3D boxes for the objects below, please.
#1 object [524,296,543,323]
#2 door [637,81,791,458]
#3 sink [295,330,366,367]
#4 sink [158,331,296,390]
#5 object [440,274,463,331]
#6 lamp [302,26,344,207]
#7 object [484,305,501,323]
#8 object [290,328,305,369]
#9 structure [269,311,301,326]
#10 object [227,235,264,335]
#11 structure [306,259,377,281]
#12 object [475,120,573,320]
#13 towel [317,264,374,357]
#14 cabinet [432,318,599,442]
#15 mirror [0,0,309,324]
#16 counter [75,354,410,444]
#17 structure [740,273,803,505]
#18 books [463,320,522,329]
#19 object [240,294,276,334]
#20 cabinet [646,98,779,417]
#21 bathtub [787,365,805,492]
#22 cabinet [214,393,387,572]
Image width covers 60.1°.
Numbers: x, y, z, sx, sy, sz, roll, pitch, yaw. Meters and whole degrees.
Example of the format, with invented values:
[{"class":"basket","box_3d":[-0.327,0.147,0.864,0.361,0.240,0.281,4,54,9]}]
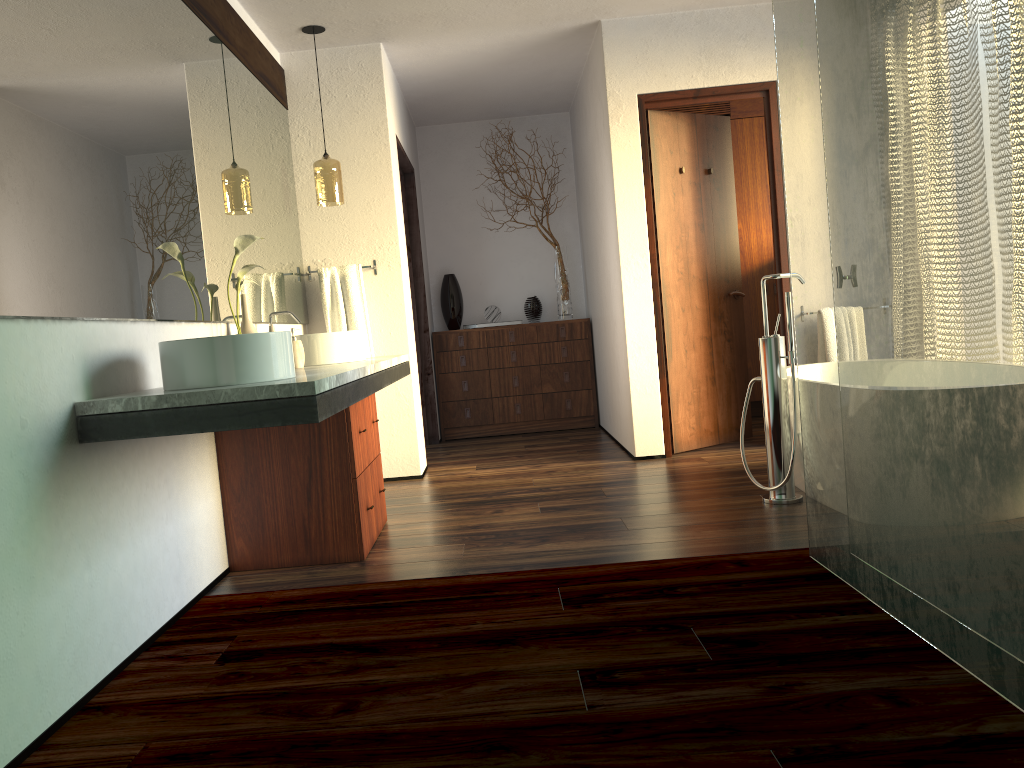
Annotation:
[{"class":"object","box_3d":[0.158,-0.555,6.593,0.142,0.200,0.135,-2,5,45]},{"class":"door","box_3d":[1.108,-0.611,4.973,0.731,1.947,0.464,-5,3,1]},{"class":"sink","box_3d":[-0.812,-0.152,3.809,0.351,0.130,0.363,-7,4,-22]},{"class":"sink","box_3d":[-0.789,-0.067,2.462,0.358,0.130,0.356,-5,4,3]},{"class":"object","box_3d":[-0.449,-0.610,6.610,0.172,0.417,0.168,-4,4,14]},{"class":"lamp","box_3d":[-0.954,-1.340,4.452,0.142,0.867,0.135,-2,5,43]},{"class":"object","box_3d":[-0.144,-0.521,6.606,0.131,0.131,0.131,-5,4,-4]},{"class":"object","box_3d":[-0.846,-0.139,3.444,0.070,0.158,0.071,-6,4,-16]},{"class":"structure","box_3d":[-0.980,-0.191,3.784,0.165,0.242,0.066,-5,3,5]},{"class":"object","box_3d":[-1.004,-0.288,3.302,0.185,0.504,0.247,-6,4,-21]},{"class":"structure","box_3d":[-0.918,-0.613,4.755,0.370,0.088,0.102,-5,4,2]},{"class":"object","box_3d":[0.059,-1.166,6.449,0.846,1.449,0.713,-2,5,44]},{"class":"towel","box_3d":[-0.881,-0.313,4.712,0.262,0.636,0.158,-4,4,19]},{"class":"cabinet","box_3d":[0.021,-0.038,6.588,1.141,0.800,0.402,-5,3,2]},{"class":"mirror","box_3d":[-1.129,-0.769,2.758,0.017,1.152,4.077,-5,4,-1]},{"class":"counter","box_3d":[-0.779,-0.002,3.255,0.588,0.101,2.258,-5,4,0]},{"class":"structure","box_3d":[1.028,0.017,3.535,0.283,0.897,0.239,-2,5,40]},{"class":"books","box_3d":[-0.089,-0.448,6.615,0.488,0.034,0.251,-7,4,-24]},{"class":"object","box_3d":[-0.965,-0.197,3.385,0.245,0.305,0.118,-3,4,28]},{"class":"cabinet","box_3d":[1.443,-0.933,6.229,1.485,2.363,0.358,-5,3,2]},{"class":"bathtub","box_3d":[1.511,0.190,3.442,0.765,0.485,1.620,-5,4,-1]},{"class":"cabinet","box_3d":[-0.790,0.333,3.476,0.513,0.599,0.658,-5,4,0]}]
